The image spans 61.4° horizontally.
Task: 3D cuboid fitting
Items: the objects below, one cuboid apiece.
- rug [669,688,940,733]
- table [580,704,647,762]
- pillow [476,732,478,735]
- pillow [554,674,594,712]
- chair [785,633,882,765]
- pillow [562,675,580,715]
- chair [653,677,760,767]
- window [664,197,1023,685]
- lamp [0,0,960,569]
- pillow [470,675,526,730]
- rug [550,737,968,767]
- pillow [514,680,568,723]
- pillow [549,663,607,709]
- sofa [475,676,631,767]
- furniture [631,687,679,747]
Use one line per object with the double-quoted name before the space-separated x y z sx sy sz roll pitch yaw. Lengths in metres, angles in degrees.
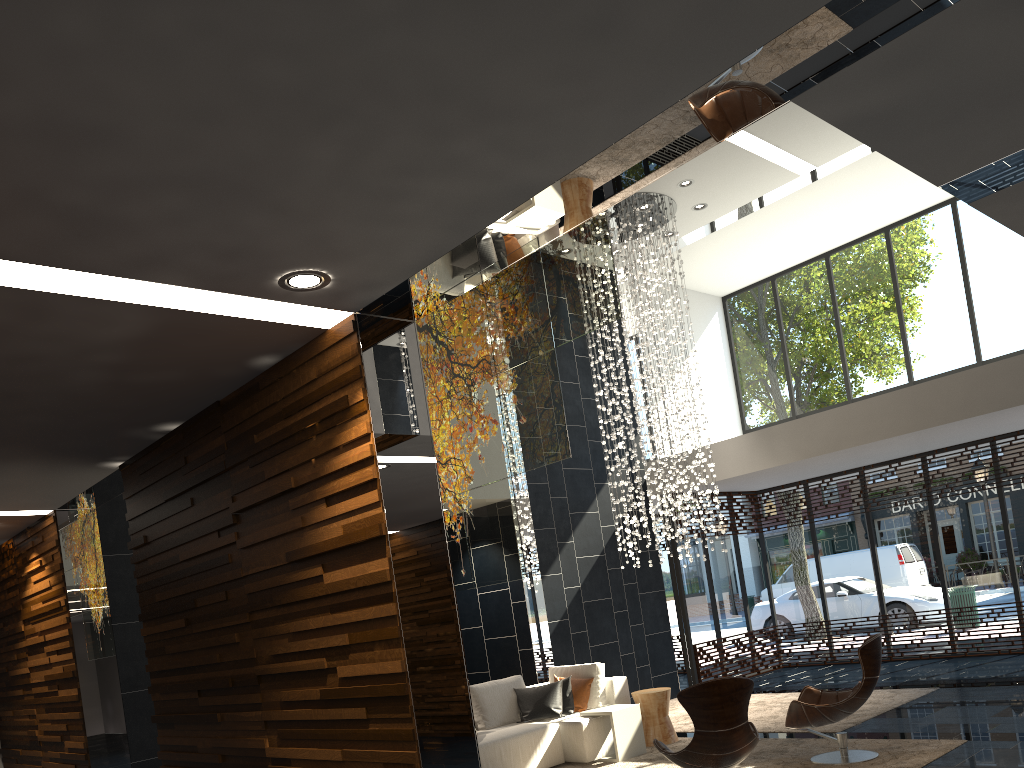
"rug" 2.609 3.686 9.724 2.328 0.006 3.537 5 -20 -42
"table" 0.944 3.254 8.049 0.398 0.455 0.412 -2 -10 -44
"pillow" -0.493 3.006 7.693 0.271 0.401 0.529 -10 -10 16
"pillow" 0.569 3.079 8.567 0.536 0.403 0.267 -17 -10 41
"chair" 2.492 2.425 6.667 0.796 0.909 0.684 -10 -6 14
"pillow" 0.398 3.090 8.462 0.560 0.406 0.258 -11 -6 14
"chair" 1.316 2.280 5.456 0.670 0.908 0.814 -7 -8 -16
"window" 5.007 0.562 10.603 2.332 5.878 6.346 -5 -8 -44
"lamp" -8.025 -43.831 5.371 396.165 111.235 415.175 -4 -14 -18
"pillow" -0.109 3.104 8.423 0.716 0.426 0.299 2 -11 -42
"rug" 0.347 3.479 7.668 3.202 0.006 6.110 5 -20 -42
"pillow" 0.272 3.076 8.331 0.507 0.357 0.305 -10 -7 6
"pillow" 0.657 3.072 8.751 0.216 0.447 0.737 -5 -11 -42
"sofa" -0.084 3.280 7.999 2.841 0.665 1.335 5 -18 -43
"furniture" 1.407 3.275 8.488 0.391 0.509 0.403 -8 -7 -9
